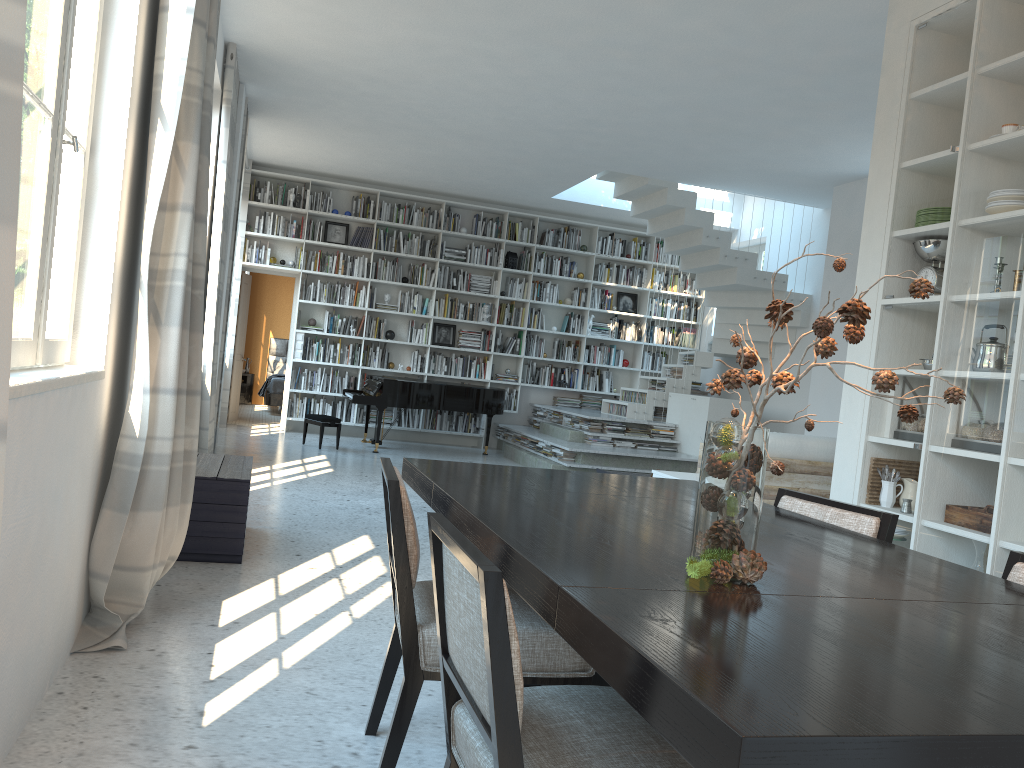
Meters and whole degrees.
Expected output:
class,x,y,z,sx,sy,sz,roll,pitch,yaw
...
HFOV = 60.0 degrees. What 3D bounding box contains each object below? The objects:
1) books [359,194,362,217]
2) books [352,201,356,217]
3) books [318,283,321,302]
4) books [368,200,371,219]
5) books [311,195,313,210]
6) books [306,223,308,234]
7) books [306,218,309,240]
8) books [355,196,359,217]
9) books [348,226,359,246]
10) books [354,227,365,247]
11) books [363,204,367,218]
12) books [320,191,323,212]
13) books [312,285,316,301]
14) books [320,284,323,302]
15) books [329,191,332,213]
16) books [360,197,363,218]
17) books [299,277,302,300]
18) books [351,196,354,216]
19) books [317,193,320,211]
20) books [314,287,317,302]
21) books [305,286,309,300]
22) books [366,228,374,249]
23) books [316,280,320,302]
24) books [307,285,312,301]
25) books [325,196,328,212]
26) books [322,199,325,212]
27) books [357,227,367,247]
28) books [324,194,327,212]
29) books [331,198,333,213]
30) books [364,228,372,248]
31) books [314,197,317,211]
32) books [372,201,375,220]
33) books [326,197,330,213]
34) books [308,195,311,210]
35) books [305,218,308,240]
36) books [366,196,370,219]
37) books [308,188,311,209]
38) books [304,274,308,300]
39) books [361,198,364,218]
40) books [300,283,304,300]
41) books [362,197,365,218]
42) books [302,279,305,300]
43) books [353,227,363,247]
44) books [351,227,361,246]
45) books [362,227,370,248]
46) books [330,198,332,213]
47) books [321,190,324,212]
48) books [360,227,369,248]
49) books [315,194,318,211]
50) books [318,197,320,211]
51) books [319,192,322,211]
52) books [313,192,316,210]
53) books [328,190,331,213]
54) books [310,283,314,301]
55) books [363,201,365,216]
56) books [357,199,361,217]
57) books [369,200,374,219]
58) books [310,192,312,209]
class,x,y,z,sx,sy,sz,roll,pitch,yaw
books,-1.929,-2.236,11.227,0.014,0.321,0.136,6,2,-16
books,-1.999,-2.192,11.189,0.028,0.218,0.153,6,1,-16
books,-2.422,-1.142,11.125,0.011,0.246,0.176,6,1,-16
books,-1.819,-2.194,11.251,0.022,0.260,0.152,6,1,-16
books,-2.492,-2.240,11.056,0.032,0.210,0.158,6,1,-16
books,-2.569,-1.890,11.071,0.006,0.233,0.135,6,1,-16
books,-2.552,-1.915,11.049,0.006,0.287,0.148,6,1,-16
books,-1.970,-2.219,11.191,0.024,0.280,0.187,6,1,-16
books,-2.006,-1.852,11.212,0.110,0.279,0.174,6,1,-16
books,-1.943,-1.845,11.239,0.110,0.279,0.174,6,1,-16
books,-1.866,-2.164,11.226,0.027,0.190,0.177,6,1,-16
books,-2.383,-2.259,11.075,0.007,0.272,0.154,6,1,-16
books,-2.482,-1.127,11.096,0.028,0.204,0.188,6,1,-16
books,-2.400,-1.138,11.156,0.049,0.243,0.139,6,1,-16
books,-2.288,-2.260,11.127,0.015,0.293,0.130,6,2,-16
books,-1.914,-2.216,11.217,0.013,0.283,0.166,6,1,-16
books,-2.646,-1.185,11.078,0.012,0.285,0.159,6,1,-16
books,-2.019,-2.224,11.195,0.013,0.278,0.150,6,1,-16
books,-2.425,-2.249,11.069,0.016,0.243,0.156,6,1,-16
books,-2.471,-1.118,11.145,0.021,0.187,0.129,6,1,-16
books,-2.563,-1.125,11.082,0.037,0.182,0.189,6,1,-16
books,-1.813,-1.837,11.261,0.078,0.286,0.174,6,1,-16
books,-2.439,-1.161,11.128,0.023,0.281,0.174,6,1,-16
books,-2.544,-1.136,11.105,0.042,0.209,0.143,6,1,-16
books,-2.325,-2.227,11.092,0.013,0.220,0.181,6,1,-16
books,-2.359,-2.212,11.087,0.026,0.182,0.161,6,1,-16
books,-1.909,-1.844,11.228,0.097,0.282,0.174,6,1,-16
books,-2.338,-2.245,11.097,0.013,0.253,0.129,6,1,-16
books,-2.264,-2.216,11.128,0.013,0.210,0.136,6,1,-16
books,-1.838,-1.840,11.268,0.078,0.286,0.174,6,1,-16
books,-2.459,-2.228,11.073,0.017,0.194,0.129,6,1,-16
books,-1.760,-2.184,11.270,0.039,0.252,0.146,6,1,-16
books,-2.307,-2.222,11.090,0.021,0.214,0.173,6,1,-16
books,-2.521,-2.240,11.043,0.017,0.204,0.142,6,1,-16
books,-2.563,-1.919,11.036,0.005,0.293,0.184,6,1,-16
books,-1.833,-2.214,11.222,0.025,0.297,0.163,6,1,-16
books,-2.530,-2.282,11.046,0.007,0.285,0.159,6,1,-16
books,-2.577,-1.202,11.067,0.012,0.334,0.184,6,1,-16
books,-1.901,-2.204,11.209,0.010,0.263,0.156,6,1,-16
books,-2.629,-1.145,11.076,0.026,0.209,0.155,6,1,-16
books,-1.891,-2.208,11.212,0.011,0.274,0.183,6,1,-16
books,-2.599,-1.170,11.065,0.027,0.266,0.176,6,1,-16
books,-1.960,-1.847,11.216,0.110,0.279,0.174,6,1,-16
books,-1.986,-1.850,11.227,0.110,0.279,0.174,6,1,-16
books,-1.861,-1.842,11.266,0.078,0.286,0.174,6,1,-16
books,-2.275,-2.213,11.115,0.014,0.202,0.170,6,1,-16
books,-2.368,-2.261,11.063,0.015,0.279,0.190,6,1,-16
books,-1.882,-1.844,11.256,0.078,0.286,0.174,6,1,-16
books,-2.439,-2.241,11.061,0.013,0.225,0.176,6,1,-16
books,-2.416,-2.223,11.082,0.014,0.192,0.146,6,1,-16
books,-2.395,-2.255,11.073,0.016,0.261,0.154,6,1,-16
books,-2.467,-2.257,11.054,0.012,0.249,0.179,6,1,-16
books,-2.295,-2.265,11.112,0.007,0.301,0.145,6,2,-16
books,-2.507,-1.146,11.098,0.022,0.235,0.177,6,1,-16
books,-1.888,-2.199,11.244,0.013,0.254,0.129,6,1,-16
books,-1.946,-2.202,11.197,0.028,0.249,0.155,6,1,-16
books,-1.790,-2.188,11.246,0.031,0.254,0.178,6,1,-16
books,-2.509,-2.266,11.051,0.007,0.259,0.156,6,1,-16
